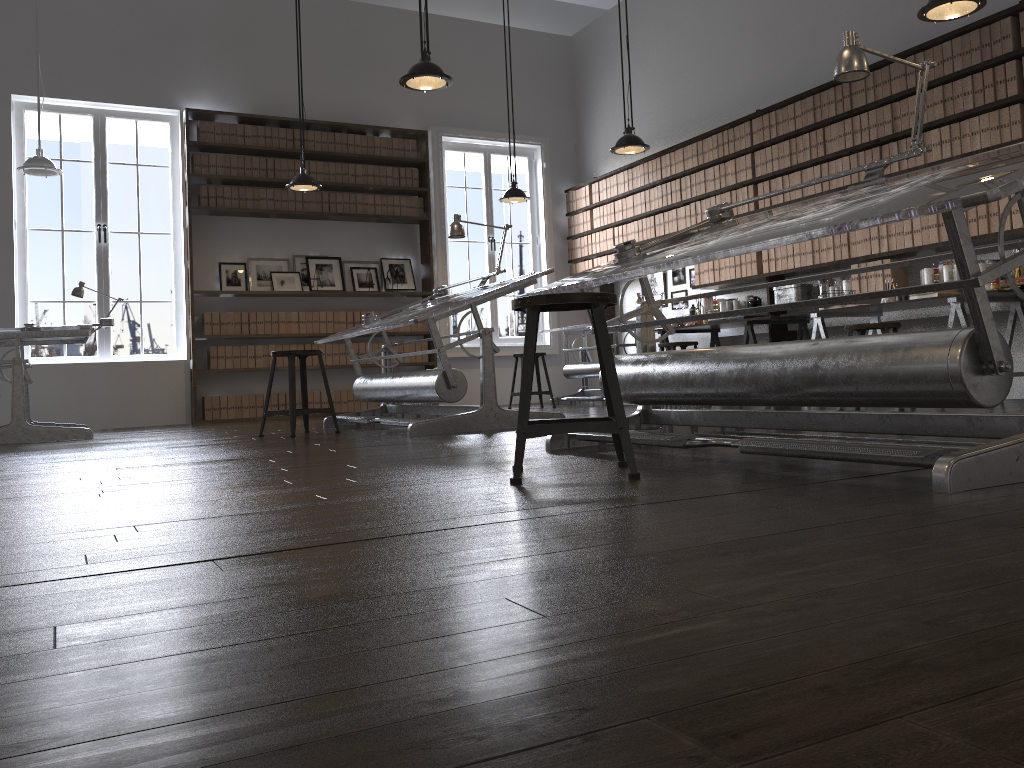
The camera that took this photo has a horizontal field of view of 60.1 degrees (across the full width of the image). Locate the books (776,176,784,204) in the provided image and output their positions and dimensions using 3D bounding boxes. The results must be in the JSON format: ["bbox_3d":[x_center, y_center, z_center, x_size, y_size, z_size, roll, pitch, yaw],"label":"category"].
[{"bbox_3d":[2.266,-1.584,7.281,0.174,0.226,0.066,-2,-3,-27],"label":"books"}]

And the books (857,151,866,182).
[{"bbox_3d":[2.646,-1.596,6.546,0.174,0.226,0.066,-2,-3,-27],"label":"books"}]

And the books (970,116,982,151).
[{"bbox_3d":[3.059,-1.610,5.740,0.174,0.226,0.066,-2,-2,-27],"label":"books"}]

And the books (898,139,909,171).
[{"bbox_3d":[2.810,-1.602,6.230,0.174,0.226,0.066,-2,-3,-27],"label":"books"}]

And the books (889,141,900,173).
[{"bbox_3d":[2.774,-1.601,6.291,0.174,0.226,0.066,-2,-2,-27],"label":"books"}]

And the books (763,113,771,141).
[{"bbox_3d":[2.191,-2.134,7.398,0.174,0.226,0.066,-2,-3,-27],"label":"books"}]

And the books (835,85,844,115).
[{"bbox_3d":[2.546,-2.146,6.722,0.174,0.226,0.066,-2,-3,-27],"label":"books"}]

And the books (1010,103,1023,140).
[{"bbox_3d":[3.185,-1.614,5.499,0.174,0.226,0.066,-2,-2,-27],"label":"books"}]

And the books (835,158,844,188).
[{"bbox_3d":[2.550,-1.593,6.730,0.174,0.226,0.066,-2,-3,-27],"label":"books"}]

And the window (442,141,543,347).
[{"bbox_3d":[-0.240,-1.549,9.961,1.245,2.315,0.153,-2,-3,-27],"label":"window"}]

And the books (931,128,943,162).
[{"bbox_3d":[2.930,-1.606,5.991,0.174,0.226,0.066,-2,-3,-27],"label":"books"}]

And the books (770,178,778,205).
[{"bbox_3d":[2.238,-1.583,7.346,0.174,0.226,0.066,-2,-3,-27],"label":"books"}]

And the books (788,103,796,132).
[{"bbox_3d":[2.322,-2.139,7.148,0.174,0.226,0.067,-2,-2,-27],"label":"books"}]

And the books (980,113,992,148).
[{"bbox_3d":[3.089,-1.611,5.674,0.174,0.226,0.066,-2,-2,-27],"label":"books"}]

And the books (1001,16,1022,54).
[{"bbox_3d":[3.149,-2.166,5.539,0.174,0.226,0.066,-2,-2,-27],"label":"books"}]

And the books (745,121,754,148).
[{"bbox_3d":[2.089,-2.131,7.598,0.174,0.226,0.066,-2,-2,-27],"label":"books"}]

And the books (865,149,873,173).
[{"bbox_3d":[2.678,-1.597,6.489,0.174,0.226,0.066,-2,-2,-27],"label":"books"}]

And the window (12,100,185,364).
[{"bbox_3d":[-3.818,-1.370,8.252,1.483,2.503,0.153,-2,-3,-27],"label":"window"}]

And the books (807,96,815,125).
[{"bbox_3d":[2.413,-2.142,6.968,0.174,0.226,0.067,-2,-2,-27],"label":"books"}]

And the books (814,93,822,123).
[{"bbox_3d":[2.449,-2.143,6.911,0.174,0.226,0.066,-2,-2,-27],"label":"books"}]

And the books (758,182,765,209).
[{"bbox_3d":[2.169,-1.580,7.478,0.174,0.226,0.066,-2,-3,-27],"label":"books"}]

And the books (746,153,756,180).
[{"bbox_3d":[2.099,-1.853,7.592,0.174,0.226,0.067,-2,-2,-27],"label":"books"}]

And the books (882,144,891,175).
[{"bbox_3d":[2.746,-1.600,6.356,0.174,0.226,0.066,-2,-2,-27],"label":"books"}]

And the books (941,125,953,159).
[{"bbox_3d":[2.961,-1.607,5.926,0.174,0.226,0.067,-2,-2,-27],"label":"books"}]

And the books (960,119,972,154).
[{"bbox_3d":[3.030,-1.609,5.804,0.174,0.226,0.066,-2,-3,-27],"label":"books"}]

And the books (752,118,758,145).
[{"bbox_3d":[2.133,-2.132,7.521,0.174,0.226,0.066,-2,-3,-27],"label":"books"}]

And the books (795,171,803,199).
[{"bbox_3d":[2.360,-1.587,7.094,0.174,0.226,0.067,-2,-2,-27],"label":"books"}]

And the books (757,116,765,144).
[{"bbox_3d":[2.158,-2.133,7.462,0.174,0.226,0.067,-2,-2,-27],"label":"books"}]

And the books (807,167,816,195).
[{"bbox_3d":[2.421,-1.589,6.981,0.174,0.226,0.066,-2,-2,-27],"label":"books"}]

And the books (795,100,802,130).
[{"bbox_3d":[2.356,-2.140,7.085,0.174,0.226,0.066,-2,-2,-27],"label":"books"}]

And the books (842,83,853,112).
[{"bbox_3d":[2.575,-2.147,6.653,0.174,0.226,0.067,-2,-2,-27],"label":"books"}]

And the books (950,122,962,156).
[{"bbox_3d":[2.997,-1.608,5.865,0.174,0.226,0.066,-2,-3,-27],"label":"books"}]

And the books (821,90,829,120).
[{"bbox_3d":[2.481,-2.144,6.848,0.174,0.226,0.066,-2,-2,-27],"label":"books"}]

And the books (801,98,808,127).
[{"bbox_3d":[2.386,-2.141,7.030,0.174,0.226,0.066,-2,-2,-27],"label":"books"}]

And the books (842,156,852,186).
[{"bbox_3d":[2.580,-1.594,6.664,0.174,0.226,0.066,-2,-3,-27],"label":"books"}]

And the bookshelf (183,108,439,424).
[{"bbox_3d":[-2.019,-0.814,9.081,2.475,3.732,0.411,-2,-3,-27],"label":"bookshelf"}]

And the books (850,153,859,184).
[{"bbox_3d":[2.613,-1.595,6.600,0.174,0.226,0.067,-2,-2,-27],"label":"books"}]

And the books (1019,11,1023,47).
[{"bbox_3d":[3.207,-2.168,5.437,0.174,0.226,0.066,-2,-2,-27],"label":"books"}]

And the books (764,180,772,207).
[{"bbox_3d":[2.198,-1.581,7.410,0.174,0.226,0.067,-2,-2,-27],"label":"books"}]

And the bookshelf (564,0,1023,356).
[{"bbox_3d":[2.935,-0.762,6.203,0.373,3.213,9.159,-1,-1,-27],"label":"bookshelf"}]

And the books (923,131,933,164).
[{"bbox_3d":[2.903,-1.605,6.047,0.174,0.226,0.066,-2,-3,-27],"label":"books"}]

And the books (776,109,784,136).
[{"bbox_3d":[2.263,-2.137,7.275,0.174,0.226,0.066,-2,-2,-27],"label":"books"}]

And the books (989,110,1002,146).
[{"bbox_3d":[3.119,-1.612,5.615,0.174,0.226,0.067,-2,-2,-27],"label":"books"}]

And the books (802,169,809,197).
[{"bbox_3d":[2.394,-1.588,7.037,0.174,0.226,0.066,-2,-2,-27],"label":"books"}]

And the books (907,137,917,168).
[{"bbox_3d":[2.843,-1.603,6.167,0.174,0.226,0.066,-2,-3,-27],"label":"books"}]

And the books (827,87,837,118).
[{"bbox_3d":[2.510,-2.145,6.783,0.174,0.226,0.066,-2,-3,-27],"label":"books"}]

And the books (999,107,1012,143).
[{"bbox_3d":[3.152,-1.613,5.561,0.174,0.226,0.066,-2,-2,-27],"label":"books"}]

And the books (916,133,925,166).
[{"bbox_3d":[2.868,-1.604,6.105,0.174,0.226,0.067,-2,-2,-27],"label":"books"}]

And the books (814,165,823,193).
[{"bbox_3d":[2.453,-1.590,6.915,0.174,0.226,0.067,-2,-2,-27],"label":"books"}]

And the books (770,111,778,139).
[{"bbox_3d":[2.227,-2.135,7.335,0.174,0.226,0.066,-2,-3,-27],"label":"books"}]

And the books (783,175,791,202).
[{"bbox_3d":[2.302,-1.585,7.220,0.174,0.226,0.066,-2,-2,-27],"label":"books"}]

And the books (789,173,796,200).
[{"bbox_3d":[2.334,-1.586,7.157,0.174,0.226,0.066,-2,-2,-27],"label":"books"}]

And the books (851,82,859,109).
[{"bbox_3d":[2.614,-2.148,6.590,0.174,0.226,0.066,-2,-3,-27],"label":"books"}]

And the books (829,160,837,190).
[{"bbox_3d":[2.522,-1.592,6.794,0.174,0.226,0.066,-2,-2,-27],"label":"books"}]

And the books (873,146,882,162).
[{"bbox_3d":[2.707,-1.598,6.420,0.174,0.226,0.067,-2,-2,-27],"label":"books"}]

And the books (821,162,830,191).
[{"bbox_3d":[2.488,-1.591,6.855,0.174,0.226,0.066,-2,-2,-27],"label":"books"}]

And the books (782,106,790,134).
[{"bbox_3d":[2.293,-2.138,7.212,0.174,0.226,0.066,-2,-2,-27],"label":"books"}]
